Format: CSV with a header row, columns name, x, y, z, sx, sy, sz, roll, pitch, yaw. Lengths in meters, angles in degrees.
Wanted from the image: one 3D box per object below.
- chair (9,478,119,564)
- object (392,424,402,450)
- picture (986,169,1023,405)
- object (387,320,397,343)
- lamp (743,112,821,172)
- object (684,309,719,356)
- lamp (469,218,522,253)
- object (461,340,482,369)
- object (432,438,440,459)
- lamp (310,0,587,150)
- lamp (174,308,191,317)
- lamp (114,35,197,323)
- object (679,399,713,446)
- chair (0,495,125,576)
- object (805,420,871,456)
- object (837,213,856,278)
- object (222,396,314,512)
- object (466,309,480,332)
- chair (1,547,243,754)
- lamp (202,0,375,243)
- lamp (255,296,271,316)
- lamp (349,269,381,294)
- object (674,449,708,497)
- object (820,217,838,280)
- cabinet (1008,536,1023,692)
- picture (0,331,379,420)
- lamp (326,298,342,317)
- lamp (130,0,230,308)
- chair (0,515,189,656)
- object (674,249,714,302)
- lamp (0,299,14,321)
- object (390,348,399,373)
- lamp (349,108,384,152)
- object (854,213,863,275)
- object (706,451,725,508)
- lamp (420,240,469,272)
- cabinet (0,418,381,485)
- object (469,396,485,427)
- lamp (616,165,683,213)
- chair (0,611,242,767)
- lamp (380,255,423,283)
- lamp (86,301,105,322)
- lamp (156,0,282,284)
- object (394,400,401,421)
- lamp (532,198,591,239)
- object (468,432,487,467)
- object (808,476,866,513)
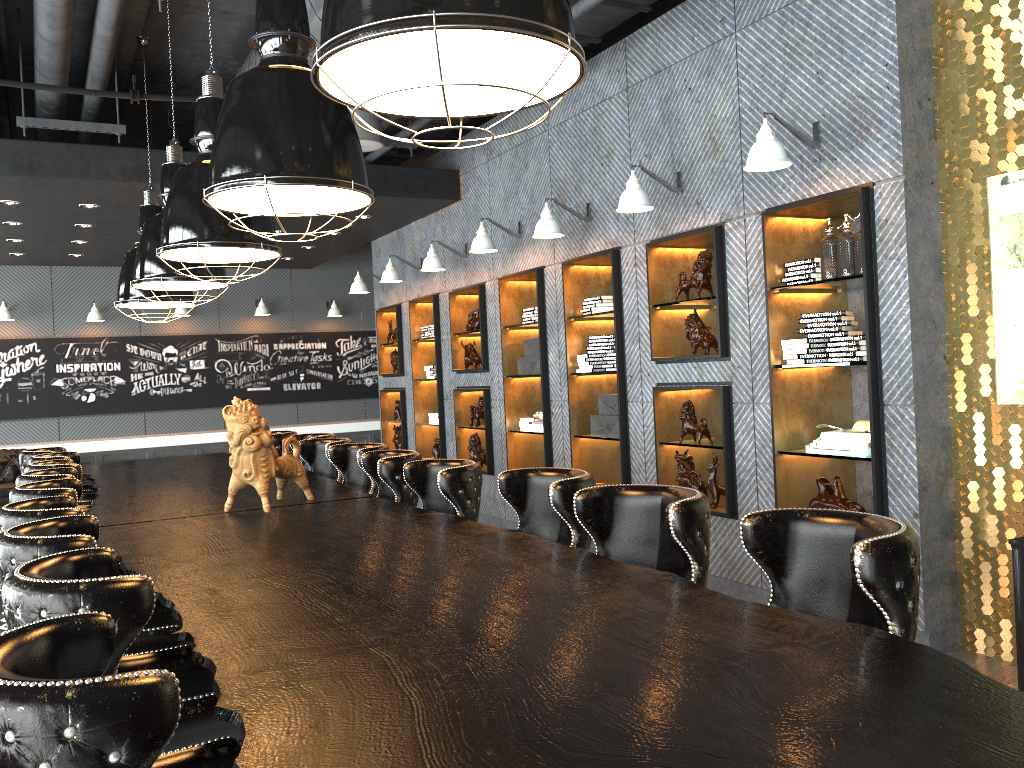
name,x,y,z,sx,sy,sz,roll,pitch,yaw
chair,-1.933,0.986,4.026,0.568,1.092,0.504,-3,0,-24
object,-1.336,0.670,10.692,0.170,0.362,0.268,-3,1,-35
picture,2.648,-0.448,3.508,0.022,1.073,1.573,-3,1,-28
object,-1.427,-0.635,10.657,0.097,0.290,0.290,-3,1,-30
lamp,1.438,-1.278,4.629,0.490,0.287,0.243,-3,1,-12
object,1.241,-0.327,5.776,0.159,0.338,0.242,-3,0,-23
lamp,-0.132,-1.280,7.579,0.490,0.287,0.243,-3,1,-12
object,-0.385,-0.285,8.769,0.154,0.309,0.324,-3,1,-23
object,-0.724,0.711,9.772,0.314,0.251,0.157,-3,0,-13
lamp,-0.190,-1.706,2.014,0.621,2.302,0.621,-3,0,17
lamp,-4.831,-1.133,13.011,0.244,0.287,0.489,-3,1,-12
lamp,-2.931,-1.648,7.170,0.621,2.302,0.621,-3,0,17
object,1.194,0.251,5.804,0.135,0.294,0.256,-3,1,-20
chair,-1.605,0.980,3.355,0.568,1.092,0.504,-3,0,-30
object,1.914,0.293,4.951,0.484,0.149,0.535,-3,1,-29
object,1.780,-0.733,4.704,0.109,0.349,0.109,-3,0,-43
object,-1.142,0.321,4.176,0.249,0.545,0.475,-3,1,25
object,-0.369,-0.623,8.739,0.138,0.222,0.278,-3,1,-28
chair,-0.891,0.962,2.160,0.568,1.092,0.504,-3,0,-34
lamp,-0.875,-1.692,3.303,0.621,2.302,0.621,-3,0,17
lamp,-3.813,-1.191,13.553,0.244,0.287,0.489,-3,1,-12
lamp,-1.696,-1.229,10.523,0.490,0.287,0.243,-3,1,-12
object,1.206,0.623,5.936,0.168,0.359,0.266,-3,1,-35
object,1.726,-0.732,4.806,0.109,0.349,0.109,-3,0,17
cabinet,2.535,0.971,3.099,0.710,0.738,1.385,-3,1,-28
picture,-3.812,-0.236,13.857,12.468,1.103,0.200,-3,0,-28
lamp,-2.824,-1.210,14.079,0.244,0.287,0.489,-3,1,-12
lamp,-2.246,-1.662,5.881,0.621,2.302,0.621,-3,0,17
chair,-1.259,0.971,2.761,0.568,1.092,0.504,-3,0,-24
object,1.200,-0.711,5.826,0.152,0.325,0.292,-3,1,-30
lamp,-6.809,-0.995,11.956,0.244,0.287,0.489,-3,1,-12
object,-1.367,-0.267,10.656,0.155,0.329,0.236,-3,0,-23
lamp,-1.209,-2.356,6.864,0.380,1.045,0.381,-3,0,-2
object,1.833,-0.734,4.601,0.109,0.349,0.109,-3,0,32
object,1.356,0.616,5.723,0.198,0.358,0.116,-3,0,2
lamp,-0.645,-1.244,8.547,0.490,0.287,0.243,-3,1,-12
cabinet,-4.130,1.145,10.088,8.421,0.827,6.310,-3,1,-28
object,-0.351,0.270,8.803,0.143,0.306,0.317,-3,1,-33
lamp,0.893,-1.257,5.655,0.490,0.287,0.243,-3,1,-12
chair,-0.591,0.957,1.491,0.568,1.092,0.504,-3,0,-36
lamp,-1.188,-1.250,9.566,0.490,0.287,0.243,-3,1,-12
lamp,-5.837,-1.023,12.474,0.244,0.287,0.489,-3,1,-12
lamp,-1.560,-1.677,4.592,0.621,2.302,0.621,-3,0,17
object,-1.320,0.315,10.730,0.126,0.249,0.253,-3,1,37
lamp,0.382,-1.247,6.617,0.490,0.287,0.243,-3,1,-12
object,-0.332,0.675,8.735,0.177,0.388,0.338,-3,1,-20
object,1.774,0.652,4.830,0.164,0.303,0.341,-3,1,-23
